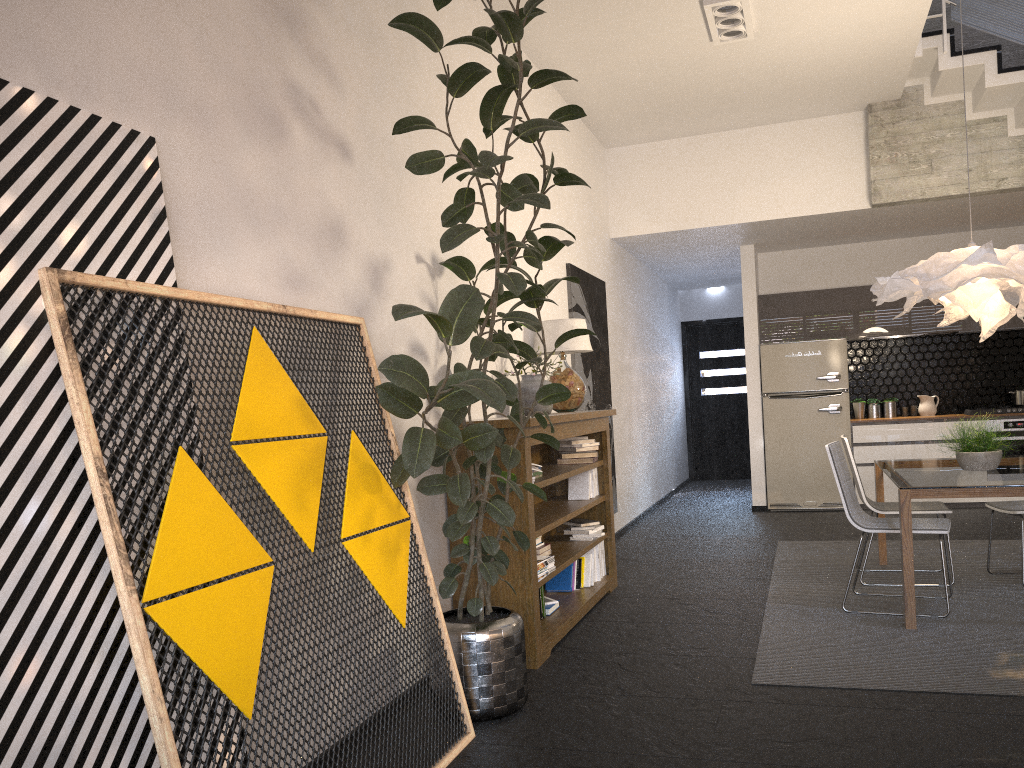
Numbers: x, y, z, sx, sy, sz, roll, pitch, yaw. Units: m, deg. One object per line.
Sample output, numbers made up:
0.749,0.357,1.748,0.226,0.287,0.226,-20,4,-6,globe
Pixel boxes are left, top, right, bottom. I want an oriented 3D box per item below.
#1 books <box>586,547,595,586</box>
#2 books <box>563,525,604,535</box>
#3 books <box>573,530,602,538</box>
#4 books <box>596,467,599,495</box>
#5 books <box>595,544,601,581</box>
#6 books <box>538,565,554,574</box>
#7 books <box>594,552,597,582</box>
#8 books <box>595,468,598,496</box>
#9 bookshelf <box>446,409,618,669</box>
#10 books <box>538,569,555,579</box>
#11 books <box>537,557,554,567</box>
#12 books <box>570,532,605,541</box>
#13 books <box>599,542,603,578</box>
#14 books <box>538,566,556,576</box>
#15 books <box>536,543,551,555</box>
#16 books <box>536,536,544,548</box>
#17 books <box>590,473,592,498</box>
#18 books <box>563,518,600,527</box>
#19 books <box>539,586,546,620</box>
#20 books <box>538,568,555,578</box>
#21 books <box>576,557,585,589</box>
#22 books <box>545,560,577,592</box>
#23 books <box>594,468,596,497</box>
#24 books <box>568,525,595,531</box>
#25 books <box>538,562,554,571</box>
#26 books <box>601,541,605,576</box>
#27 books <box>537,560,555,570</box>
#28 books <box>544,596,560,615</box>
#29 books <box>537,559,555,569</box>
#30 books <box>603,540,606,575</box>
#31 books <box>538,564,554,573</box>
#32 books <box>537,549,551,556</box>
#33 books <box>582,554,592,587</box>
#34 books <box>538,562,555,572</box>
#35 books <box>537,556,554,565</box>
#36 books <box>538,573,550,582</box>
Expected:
0.429,1.137,5.536,0.175,0.235,0.100,-3,1,18,books
0.457,0.923,5.611,0.175,0.024,0.242,-4,-2,28,books
0.479,0.944,5.606,0.174,0.019,0.243,-3,-1,8,books
0.500,0.638,5.824,0.135,0.190,0.031,-3,2,18,books
0.475,1.134,5.648,0.175,0.243,0.024,-3,2,18,books
0.057,0.936,4.437,0.219,0.008,0.288,-4,-2,24,books
0.460,1.153,5.631,0.155,0.205,0.020,-3,2,18,books
0.491,0.638,5.802,0.136,0.189,0.018,-3,2,18,books
0.205,0.761,5.032,0.451,1.173,1.916,-3,0,18,bookshelf
0.063,0.956,4.435,0.219,0.007,0.304,-4,-2,23,books
0.056,0.898,4.445,0.219,0.008,0.304,-4,-2,23,books
0.477,0.964,5.602,0.155,0.020,0.205,-4,-2,28,books
0.493,1.135,5.731,0.175,0.244,0.019,-3,2,18,books
0.063,0.941,4.435,0.219,0.013,0.304,-4,-2,23,books
0.073,0.879,4.721,0.225,0.029,0.179,-4,-1,21,books
0.051,0.831,4.720,0.217,0.069,0.157,-4,-1,28,books
0.449,0.652,5.672,0.120,0.159,0.016,-3,2,18,books
0.436,0.878,5.607,0.147,0.023,0.221,-2,-2,-30,books
0.080,1.135,4.710,0.167,0.242,0.104,-3,1,18,books
0.063,0.949,4.437,0.219,0.008,0.304,-4,-2,23,books
0.370,1.167,5.464,0.146,0.183,0.147,-3,1,22,books
0.302,1.145,5.413,0.171,0.228,0.164,-3,1,18,books
0.475,0.637,5.749,0.135,0.189,0.015,-3,2,18,books
0.438,0.900,5.601,0.155,0.022,0.205,-3,-1,-2,books
0.060,0.919,4.441,0.219,0.008,0.288,-4,-2,22,books
0.514,1.136,5.798,0.175,0.243,0.024,-3,2,18,books
0.063,0.912,4.442,0.219,0.008,0.304,-4,-2,22,books
0.154,1.227,4.888,0.270,0.050,0.258,-3,-1,-27,books
0.060,0.906,4.443,0.219,0.008,0.304,-4,-2,22,books
0.526,1.135,5.827,0.175,0.244,0.040,-3,2,18,books
0.056,0.930,4.438,0.219,0.008,0.288,-4,-2,24,books
0.063,0.906,4.721,0.243,0.024,0.175,-4,-1,25,books
0.416,1.157,5.500,0.155,0.194,0.104,-3,1,18,books
0.059,0.924,4.445,0.219,0.006,0.304,-4,-2,23,books
0.057,0.889,4.445,0.219,0.013,0.304,-4,-2,23,books
0.064,0.963,4.437,0.219,0.008,0.304,-4,-1,18,books
